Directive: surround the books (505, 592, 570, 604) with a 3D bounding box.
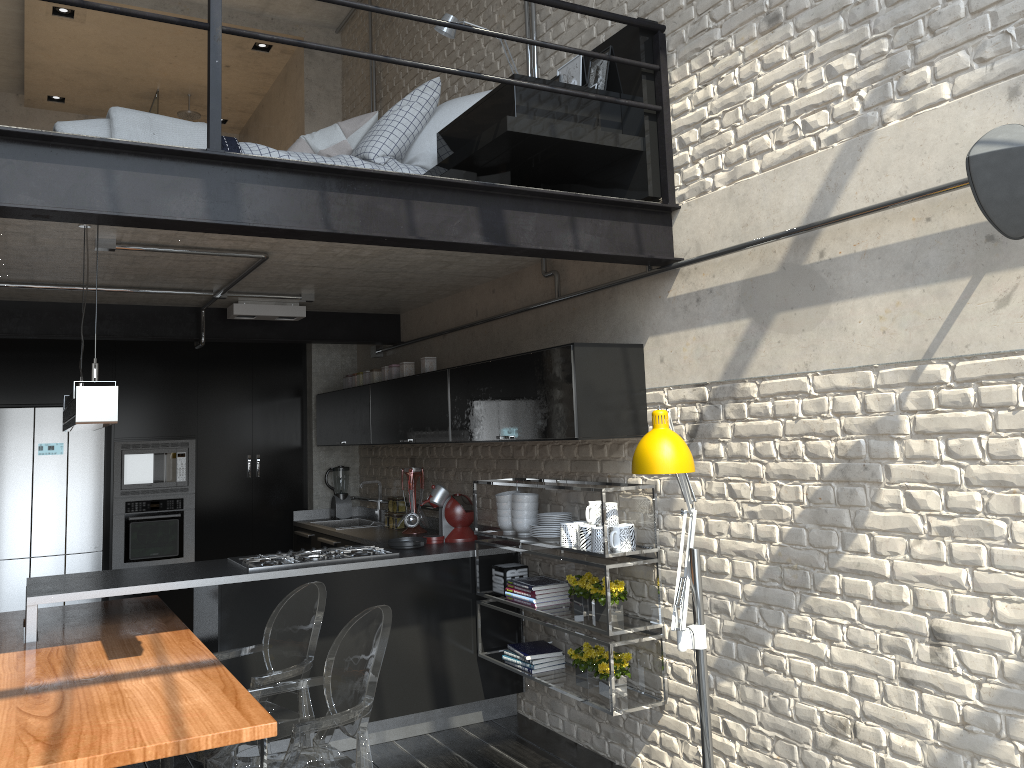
[{"bbox_3d":[0.126,1.069,4.482,0.211,0.021,0.291,0,-4,-29],"label":"books"}]

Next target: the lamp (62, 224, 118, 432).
[{"bbox_3d":[-1.576,-0.284,3.297,0.125,0.896,1.082,2,-6,-29],"label":"lamp"}]

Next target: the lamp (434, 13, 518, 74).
[{"bbox_3d":[-0.168,-1.616,4.578,0.480,0.693,0.169,-5,-7,26],"label":"lamp"}]

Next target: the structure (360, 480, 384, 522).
[{"bbox_3d":[-1.085,0.897,6.778,0.177,0.313,0.088,1,-7,-29],"label":"structure"}]

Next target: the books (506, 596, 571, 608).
[{"bbox_3d":[0.133,1.089,4.482,0.211,0.021,0.291,0,-4,-29],"label":"books"}]

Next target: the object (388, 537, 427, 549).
[{"bbox_3d":[-0.598,0.907,5.017,0.227,0.050,0.309,-2,-3,0],"label":"object"}]

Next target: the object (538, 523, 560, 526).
[{"bbox_3d":[0.212,0.695,4.346,0.171,0.030,0.170,-1,-4,-24],"label":"object"}]

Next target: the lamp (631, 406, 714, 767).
[{"bbox_3d":[0.811,0.850,2.441,0.630,1.629,1.561,0,-6,-16],"label":"lamp"}]

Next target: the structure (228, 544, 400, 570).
[{"bbox_3d":[-1.075,0.926,4.794,0.811,0.026,0.499,0,-4,-29],"label":"structure"}]

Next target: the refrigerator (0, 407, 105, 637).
[{"bbox_3d":[-3.456,1.097,6.590,0.723,1.837,0.495,1,-8,-29],"label":"refrigerator"}]

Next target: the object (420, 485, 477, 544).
[{"bbox_3d":[-0.370,0.771,5.295,0.349,0.343,0.219,3,-8,-44],"label":"object"}]

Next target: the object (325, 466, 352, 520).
[{"bbox_3d":[-1.408,0.875,7.163,0.223,0.426,0.161,1,-7,-29],"label":"object"}]

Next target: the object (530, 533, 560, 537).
[{"bbox_3d":[0.212,0.741,4.341,0.251,0.031,0.251,-4,-4,30],"label":"object"}]

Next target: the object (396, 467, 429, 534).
[{"bbox_3d":[-0.660,0.771,5.864,0.211,0.430,0.201,-1,-7,-14],"label":"object"}]

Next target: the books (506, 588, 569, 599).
[{"bbox_3d":[0.132,1.049,4.487,0.211,0.021,0.291,0,-4,-31],"label":"books"}]

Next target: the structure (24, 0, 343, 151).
[{"bbox_3d":[-3.296,-1.696,8.594,2.592,2.972,2.774,1,-6,-29],"label":"structure"}]

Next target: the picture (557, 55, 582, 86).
[{"bbox_3d":[0.281,-1.459,4.409,0.033,0.316,0.225,2,-7,-29],"label":"picture"}]

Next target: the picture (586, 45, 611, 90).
[{"bbox_3d":[0.401,-1.445,4.167,0.055,0.251,0.174,2,-7,-29],"label":"picture"}]

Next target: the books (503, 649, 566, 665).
[{"bbox_3d":[0.113,1.366,4.471,0.201,0.023,0.277,0,-4,-31],"label":"books"}]

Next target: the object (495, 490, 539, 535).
[{"bbox_3d":[0.028,0.684,4.711,0.150,0.218,0.308,1,-6,-32],"label":"object"}]

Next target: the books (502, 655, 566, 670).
[{"bbox_3d":[0.110,1.388,4.466,0.201,0.023,0.277,0,-4,-35],"label":"books"}]

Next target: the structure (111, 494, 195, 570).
[{"bbox_3d":[-2.810,1.149,6.891,0.581,0.561,0.482,1,-6,-29],"label":"structure"}]

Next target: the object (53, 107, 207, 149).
[{"bbox_3d":[-2.076,-0.964,4.681,0.681,0.664,2.503,1,-4,-28],"label":"object"}]

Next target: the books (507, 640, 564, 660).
[{"bbox_3d":[0.116,1.345,4.476,0.201,0.023,0.277,-1,-4,-20],"label":"books"}]

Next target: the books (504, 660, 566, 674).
[{"bbox_3d":[0.115,1.409,4.466,0.201,0.023,0.277,0,-4,-29],"label":"books"}]

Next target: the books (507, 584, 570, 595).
[{"bbox_3d":[0.136,1.030,4.492,0.211,0.021,0.291,0,-4,-28],"label":"books"}]

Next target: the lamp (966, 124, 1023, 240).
[{"bbox_3d":[1.354,-0.538,2.357,0.177,0.308,0.357,-8,-7,43],"label":"lamp"}]

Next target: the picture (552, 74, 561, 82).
[{"bbox_3d":[0.174,-1.426,4.569,0.046,0.277,0.242,2,-7,-29],"label":"picture"}]

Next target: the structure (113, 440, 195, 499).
[{"bbox_3d":[-2.836,0.662,6.967,0.581,0.423,0.445,0,-6,-29],"label":"structure"}]

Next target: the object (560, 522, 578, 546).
[{"bbox_3d":[0.265,0.700,4.135,0.083,0.101,0.108,-3,-5,5],"label":"object"}]

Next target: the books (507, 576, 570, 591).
[{"bbox_3d":[0.130,1.010,4.492,0.211,0.021,0.291,0,-4,-26],"label":"books"}]

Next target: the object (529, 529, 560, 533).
[{"bbox_3d":[0.212,0.725,4.343,0.251,0.031,0.251,-4,-4,30],"label":"object"}]

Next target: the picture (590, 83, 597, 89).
[{"bbox_3d":[0.365,-1.361,4.174,0.030,0.087,0.096,2,-6,-29],"label":"picture"}]

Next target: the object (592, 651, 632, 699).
[{"bbox_3d":[0.450,1.279,3.925,0.175,0.193,0.181,-1,-5,-7],"label":"object"}]

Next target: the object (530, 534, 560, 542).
[{"bbox_3d":[0.213,0.749,4.340,0.251,0.031,0.251,-4,-4,30],"label":"object"}]

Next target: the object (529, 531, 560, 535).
[{"bbox_3d":[0.212,0.733,4.342,0.251,0.031,0.251,-4,-4,30],"label":"object"}]

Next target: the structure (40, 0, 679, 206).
[{"bbox_3d":[-2.119,0.182,4.067,4.781,3.364,3.765,0,-6,-29],"label":"structure"}]

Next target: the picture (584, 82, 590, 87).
[{"bbox_3d":[0.309,-1.370,4.268,0.052,0.121,0.174,1,-6,-29],"label":"picture"}]

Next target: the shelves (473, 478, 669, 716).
[{"bbox_3d":[0.228,0.950,4.320,0.288,0.933,1.243,2,-6,-29],"label":"shelves"}]

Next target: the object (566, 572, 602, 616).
[{"bbox_3d":[0.342,0.973,4.126,0.175,0.193,0.181,-1,-5,-7],"label":"object"}]

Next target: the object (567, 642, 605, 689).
[{"bbox_3d":[0.358,1.291,4.083,0.182,0.193,0.174,-1,-6,-17],"label":"object"}]

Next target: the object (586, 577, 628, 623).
[{"bbox_3d":[0.434,0.960,3.961,0.182,0.193,0.174,-1,-6,-17],"label":"object"}]
